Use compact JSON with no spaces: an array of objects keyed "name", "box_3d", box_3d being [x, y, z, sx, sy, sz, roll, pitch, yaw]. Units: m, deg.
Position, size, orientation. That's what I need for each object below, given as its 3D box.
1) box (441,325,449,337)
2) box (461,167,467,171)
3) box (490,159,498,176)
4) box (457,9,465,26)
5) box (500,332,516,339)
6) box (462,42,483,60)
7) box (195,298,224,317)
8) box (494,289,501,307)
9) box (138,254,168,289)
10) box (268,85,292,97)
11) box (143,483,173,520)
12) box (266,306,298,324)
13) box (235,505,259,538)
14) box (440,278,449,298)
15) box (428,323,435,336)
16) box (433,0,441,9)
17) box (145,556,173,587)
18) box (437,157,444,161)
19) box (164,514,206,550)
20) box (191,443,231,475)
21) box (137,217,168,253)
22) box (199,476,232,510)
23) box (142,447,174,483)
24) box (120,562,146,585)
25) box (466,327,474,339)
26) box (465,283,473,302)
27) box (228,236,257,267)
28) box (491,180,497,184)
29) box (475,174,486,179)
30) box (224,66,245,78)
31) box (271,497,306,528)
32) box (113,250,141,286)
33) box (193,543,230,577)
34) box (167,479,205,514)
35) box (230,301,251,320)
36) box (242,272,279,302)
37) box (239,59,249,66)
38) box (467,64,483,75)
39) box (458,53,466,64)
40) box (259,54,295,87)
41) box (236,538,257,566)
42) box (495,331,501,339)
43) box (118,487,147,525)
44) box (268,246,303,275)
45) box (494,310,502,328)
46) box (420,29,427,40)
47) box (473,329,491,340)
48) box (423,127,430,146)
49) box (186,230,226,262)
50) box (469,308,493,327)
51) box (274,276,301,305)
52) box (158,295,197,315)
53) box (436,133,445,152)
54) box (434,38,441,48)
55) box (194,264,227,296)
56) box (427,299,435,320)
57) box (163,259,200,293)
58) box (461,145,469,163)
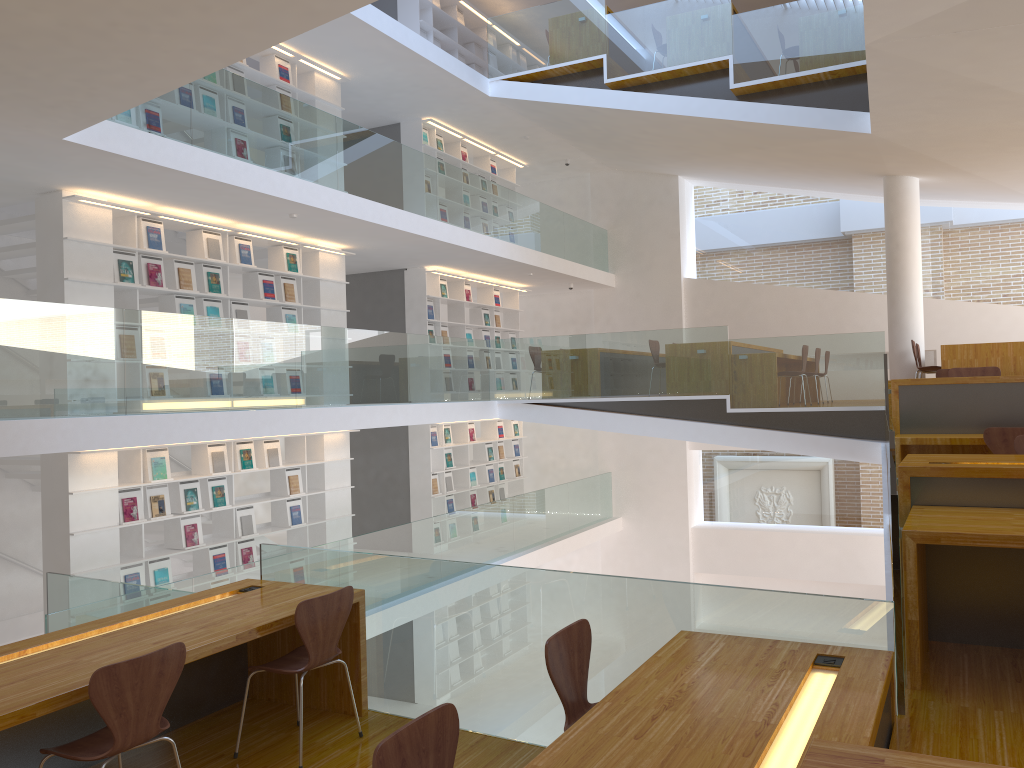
[{"name":"box","box_3d":[-1.032,-0.684,12.552,0.274,0.296,0.245,-2,-1,27]},{"name":"box","box_3d":[-0.787,-3.060,13.186,0.274,0.296,0.245,-2,-1,27]},{"name":"box","box_3d":[-0.377,-3.390,14.006,0.274,0.296,0.245,-2,-1,27]},{"name":"box","box_3d":[-0.851,-5.404,13.208,0.274,0.296,0.245,-2,-1,27]},{"name":"box","box_3d":[-0.062,-0.690,14.441,0.274,0.296,0.245,-2,-1,27]},{"name":"box","box_3d":[-0.588,-5.075,13.703,0.274,0.296,0.245,-2,-1,27]},{"name":"box","box_3d":[-2.971,-0.676,8.638,0.274,0.296,0.245,-2,-1,27]},{"name":"box","box_3d":[-0.320,-1.344,13.982,0.274,0.296,0.245,-2,-1,27]},{"name":"box","box_3d":[-3.310,-1.003,8.026,0.274,0.296,0.245,-2,-1,27]},{"name":"box","box_3d":[-2.538,-3.053,9.637,0.274,0.296,0.245,-2,-1,27]},{"name":"box","box_3d":[-3.253,1.057,8.002,0.274,0.296,0.245,-2,-1,27]},{"name":"box","box_3d":[-2.471,-0.679,9.611,0.274,0.296,0.245,-2,-1,27]},{"name":"box","box_3d":[-2.745,1.383,8.943,0.274,0.296,0.245,-2,-1,27]},{"name":"box","box_3d":[-1.051,-1.341,12.558,0.274,0.296,0.245,-2,-1,27]},{"name":"box","box_3d":[-1.204,-0.684,12.218,0.274,0.296,0.245,-2,-1,27]},{"name":"box","box_3d":[-1.163,-5.401,12.606,0.274,0.296,0.245,-2,-1,27]},{"name":"box","box_3d":[-3.226,1.714,7.985,0.274,0.296,0.245,-2,-1,27]},{"name":"box","box_3d":[-1.098,-3.060,12.580,0.274,0.296,0.245,-2,-1,27]},{"name":"box","box_3d":[-3.067,1.378,8.316,0.274,0.296,0.245,-2,-1,27]},{"name":"box","box_3d":[-2.927,0.727,8.632,0.274,0.296,0.245,-2,-1,27]},{"name":"box","box_3d":[-3.308,-1.332,8.024,0.274,0.296,0.245,-2,-1,27]},{"name":"box","box_3d":[-2.921,1.055,8.622,0.274,0.296,0.245,-2,-1,27]},{"name":"box","box_3d":[-3.251,0.728,8.000,0.274,0.296,0.245,-2,-1,27]},{"name":"box","box_3d":[-3.361,1.715,7.722,0.274,0.296,0.245,-2,-1,27]},{"name":"box","box_3d":[-0.713,-0.686,13.174,0.274,0.296,0.245,-2,-1,27]},{"name":"box","box_3d":[-0.739,-1.344,13.161,0.274,0.296,0.245,-2,-1,27]},{"name":"box","box_3d":[-2.793,-1.335,9.028,0.274,0.296,0.245,-2,-1,27]},{"name":"box","box_3d":[-0.368,-3.062,14.002,0.274,0.296,0.245,-2,-1,27]},{"name":"box","box_3d":[-0.530,-3.061,13.685,0.274,0.296,0.245,-2,-1,27]},{"name":"box","box_3d":[-2.862,-3.051,9.006,0.274,0.296,0.245,-2,-1,27]},{"name":"box","box_3d":[-2.415,1.381,9.587,0.274,0.296,0.245,-2,-1,27]},{"name":"box","box_3d":[-3.438,-1.004,7.750,0.274,0.296,0.245,-2,-1,27]},{"name":"box","box_3d":[-2.905,1.713,8.610,0.274,0.296,0.245,-2,-1,27]},{"name":"box","box_3d":[-3.079,1.049,8.315,0.274,0.296,0.245,-2,-1,27]},{"name":"box","box_3d":[-2.802,-0.677,8.967,0.274,0.296,0.245,-2,-1,27]},{"name":"box","box_3d":[-2.637,-1.009,9.311,0.274,0.296,0.245,-2,-1,27]},{"name":"box","box_3d":[-2.869,-3.380,9.013,0.274,0.296,0.245,-2,-1,27]},{"name":"box","box_3d":[-0.579,-4.747,13.700,0.274,0.296,0.245,-2,-1,27]},{"name":"box","box_3d":[-0.825,-4.746,13.221,0.274,0.296,0.245,-2,-1,27]},{"name":"box","box_3d":[-2.550,-3.382,9.635,0.274,0.296,0.245,-2,-1,27]},{"name":"box","box_3d":[-2.734,1.712,8.944,0.274,0.296,0.245,-2,-1,27]},{"name":"box","box_3d":[-0.307,-0.688,13.965,0.274,0.296,0.245,-2,-1,27]},{"name":"box","box_3d":[-3.381,1.056,7.726,0.274,0.296,0.245,-2,-1,27]},{"name":"box","box_3d":[-2.468,-1.336,9.661,0.274,0.296,0.245,-2,-1,27]},{"name":"box","box_3d":[-0.311,-1.016,13.978,0.274,0.296,0.245,-2,-1,27]},{"name":"box","box_3d":[-1.315,-4.744,12.265,0.274,0.296,0.245,-2,-1,27]},{"name":"box","box_3d":[-0.468,-0.687,13.652,0.274,0.296,0.245,-2,-1,27]},{"name":"box","box_3d":[-1.289,-3.386,12.229,0.274,0.296,0.245,-2,-1,27]},{"name":"box","box_3d":[-2.984,-1.333,8.656,0.274,0.296,0.245,-2,-1,27]},{"name":"box","box_3d":[-0.477,-1.015,13.656,0.274,0.296,0.245,-2,-1,27]},{"name":"box","box_3d":[-2.481,-1.007,9.613,0.274,0.296,0.245,-2,-1,27]},{"name":"box","box_3d":[-3.125,-0.676,8.337,0.274,0.296,0.245,-2,-1,27]},{"name":"box","box_3d":[-1.107,-3.386,12.582,0.274,0.296,0.245,-2,-1,27]},{"name":"box","box_3d":[-1.144,-4.745,12.600,0.274,0.296,0.245,-2,-1,27]},{"name":"box","box_3d":[-2.978,-1.005,8.646,0.274,0.296,0.245,-2,-1,27]},{"name":"box","box_3d":[-1.216,-1.012,12.216,0.274,0.296,0.245,-2,-1,27]},{"name":"box","box_3d":[-3.135,-1.004,8.339,0.274,0.296,0.245,-2,-1,27]},{"name":"box","box_3d":[-0.795,-3.390,13.185,0.274,0.296,0.245,-2,-1,27]}]
